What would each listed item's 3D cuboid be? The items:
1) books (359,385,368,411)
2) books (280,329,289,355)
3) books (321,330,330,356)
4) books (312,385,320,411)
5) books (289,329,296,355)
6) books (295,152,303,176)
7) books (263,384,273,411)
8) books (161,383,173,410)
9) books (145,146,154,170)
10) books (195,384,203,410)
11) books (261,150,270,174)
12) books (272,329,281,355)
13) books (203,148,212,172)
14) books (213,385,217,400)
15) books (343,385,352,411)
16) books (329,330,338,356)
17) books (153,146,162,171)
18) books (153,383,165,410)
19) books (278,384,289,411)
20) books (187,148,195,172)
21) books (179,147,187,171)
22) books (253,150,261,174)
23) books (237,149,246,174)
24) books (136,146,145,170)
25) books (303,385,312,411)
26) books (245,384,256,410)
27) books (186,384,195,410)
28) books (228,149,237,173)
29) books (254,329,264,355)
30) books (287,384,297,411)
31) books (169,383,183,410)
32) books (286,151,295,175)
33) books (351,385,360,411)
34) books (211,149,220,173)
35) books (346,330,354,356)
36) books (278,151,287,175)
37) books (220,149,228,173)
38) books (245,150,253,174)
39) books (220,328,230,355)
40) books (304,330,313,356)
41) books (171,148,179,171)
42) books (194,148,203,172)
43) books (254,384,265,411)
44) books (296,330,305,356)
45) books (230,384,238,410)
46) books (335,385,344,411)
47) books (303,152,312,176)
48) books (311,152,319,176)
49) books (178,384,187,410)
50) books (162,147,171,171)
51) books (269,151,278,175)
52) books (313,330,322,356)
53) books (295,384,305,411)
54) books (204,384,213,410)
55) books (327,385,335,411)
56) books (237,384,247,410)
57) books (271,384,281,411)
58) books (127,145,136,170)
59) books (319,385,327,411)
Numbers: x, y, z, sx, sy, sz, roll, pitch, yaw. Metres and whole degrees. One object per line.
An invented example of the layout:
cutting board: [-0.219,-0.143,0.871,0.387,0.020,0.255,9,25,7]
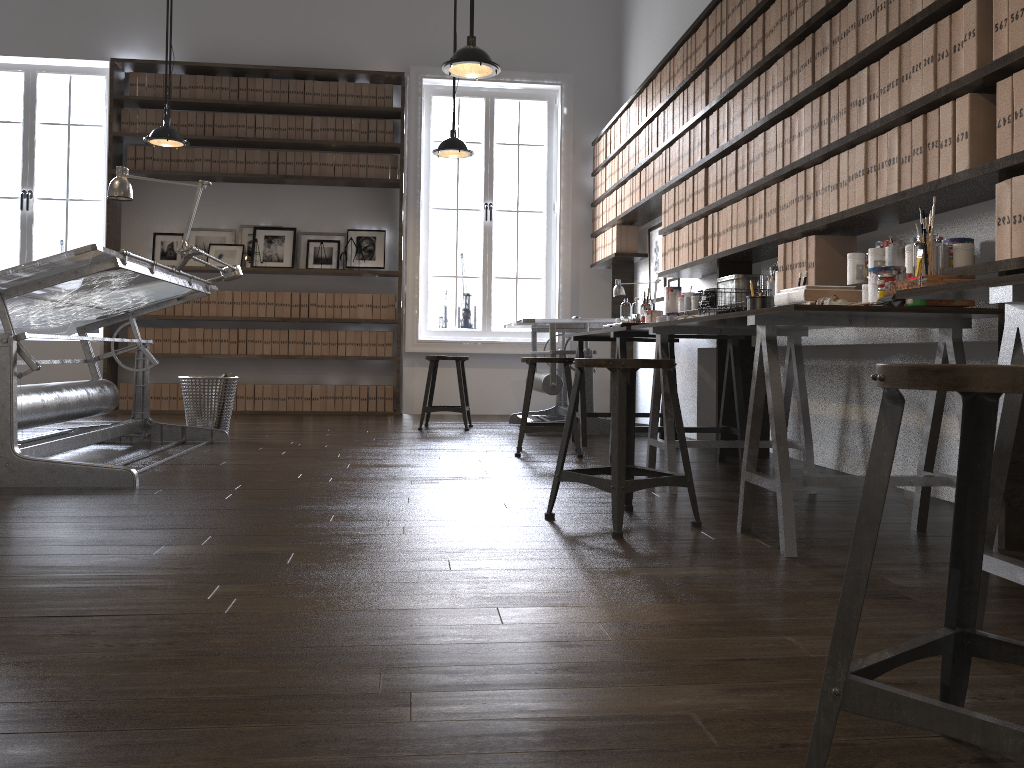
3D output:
books: [-1.308,0.125,7.829,0.067,0.226,0.174,1,0,-7]
books: [-1.987,-0.364,7.760,0.067,0.226,0.174,1,0,-6]
books: [-1.637,-0.361,7.802,0.067,0.226,0.174,1,0,-7]
books: [-1.715,0.121,7.779,0.067,0.226,0.174,1,0,-6]
books: [-1.913,-0.363,7.768,0.067,0.226,0.174,1,0,-6]
books: [-1.868,-1.915,7.805,0.067,0.226,0.174,1,0,-7]
books: [-2.125,0.117,7.733,0.067,0.226,0.174,1,0,-7]
books: [-2.969,0.109,7.635,0.067,0.226,0.174,1,0,-6]
books: [-3.117,-1.927,7.665,0.067,0.226,0.174,1,0,-7]
books: [-2.691,0.111,7.673,0.067,0.226,0.174,1,0,-6]
books: [-2.158,-1.918,7.773,0.067,0.226,0.174,1,0,-6]
books: [-2.057,-0.365,7.755,0.067,0.226,0.174,1,0,-6]
books: [-2.637,-1.922,7.714,0.067,0.226,0.174,1,0,-7]
books: [-2.543,0.113,7.690,0.067,0.226,0.174,1,0,-6]
books: [-1.449,0.124,7.812,0.067,0.226,0.174,1,0,-6]
books: [-1.568,-0.360,7.808,0.067,0.226,0.174,1,0,-7]
books: [-3.046,-1.926,7.669,0.067,0.226,0.174,1,0,-7]
books: [-3.036,0.108,7.633,0.067,0.226,0.174,1,0,-7]
books: [-1.996,0.118,7.745,0.067,0.226,0.174,1,0,-6]
books: [-2.772,-1.924,7.702,0.067,0.226,0.174,1,0,-6]
books: [-2.838,-1.924,7.690,0.067,0.226,0.174,1,0,-7]
books: [-2.222,-1.918,7.764,0.067,0.226,0.174,1,0,-7]
books: [-2.357,-1.919,7.744,0.067,0.226,0.174,1,0,-7]
books: [-3.191,-1.928,7.652,0.067,0.226,0.174,1,0,-6]
books: [-1.787,0.120,7.769,0.067,0.226,0.174,1,0,-7]
books: [-2.271,0.115,7.717,0.067,0.226,0.174,1,0,-7]
books: [-2.761,0.111,7.661,0.067,0.226,0.174,1,0,-6]
books: [-2.429,-1.920,7.739,0.067,0.226,0.174,1,0,-7]
books: [-2.197,-0.366,7.731,0.067,0.226,0.174,1,0,-7]
books: [-1.927,0.119,7.760,0.067,0.226,0.174,1,0,-6]
books: [-2.903,0.109,7.649,0.067,0.226,0.174,1,0,-7]
books: [-1.938,-1.915,7.793,0.067,0.226,0.174,1,0,-6]
books: [-1.379,0.124,7.816,0.067,0.226,0.174,1,0,-7]
books: [-2.568,-1.922,7.726,0.067,0.226,0.174,1,0,-6]
books: [-1.425,-0.358,7.822,0.067,0.226,0.174,1,0,-7]
books: [-2.009,-1.916,7.790,0.067,0.226,0.174,1,0,-6]
books: [-2.499,-1.921,7.736,0.067,0.226,0.174,1,0,-6]
books: [-2.285,-1.919,7.752,0.067,0.226,0.174,1,0,-6]
books: [-2.482,-0.369,7.702,0.067,0.226,0.174,1,0,-7]
books: [-1.778,-0.362,7.779,0.067,0.226,0.174,1,0,-6]
books: [-2.906,-1.925,7.689,0.067,0.226,0.174,1,0,-6]
books: [-2.709,-1.923,7.708,0.067,0.226,0.174,1,0,-6]
books: [-2.197,0.116,7.723,0.067,0.226,0.174,1,0,-6]
books: [-1.849,-0.363,7.770,0.067,0.226,0.174,1,0,-7]
books: [-2.414,0.114,7.697,0.067,0.226,0.174,1,0,-6]
books: [-1.520,0.123,7.804,0.067,0.226,0.174,1,0,-6]
books: [-1.798,-1.914,7.813,0.067,0.226,0.174,1,0,-7]
books: [-1.730,-1.913,7.815,0.067,0.226,0.174,1,0,-6]
books: [-2.832,0.110,7.657,0.067,0.226,0.174,1,0,-7]
books: [-2.976,-1.926,7.681,0.067,0.226,0.174,1,0,-6]
books: [-2.083,-1.917,7.776,0.067,0.226,0.174,1,0,-7]
books: [-1.706,-0.361,7.790,0.067,0.226,0.174,1,0,-6]
books: [-1.858,0.119,7.766,0.067,0.226,0.174,1,0,-6]
books: [-2.616,0.112,7.676,0.067,0.226,0.174,1,0,-7]
books: [-1.586,0.122,7.791,0.067,0.226,0.174,1,0,-7]
books: [-2.342,0.115,7.706,0.067,0.226,0.174,1,0,-7]
books: [-2.062,0.117,7.742,0.067,0.226,0.174,1,0,-7]
books: [-3.265,-1.929,7.649,0.067,0.226,0.174,1,0,-7]
books: [-1.653,0.121,7.788,0.067,0.226,0.174,1,0,-6]
